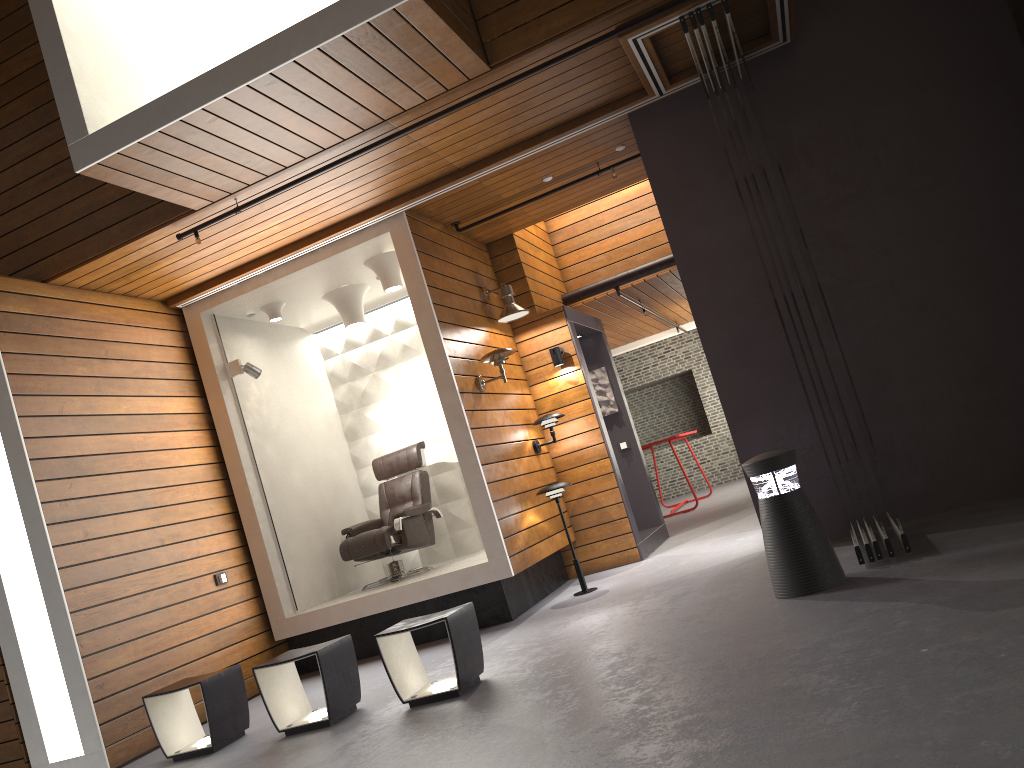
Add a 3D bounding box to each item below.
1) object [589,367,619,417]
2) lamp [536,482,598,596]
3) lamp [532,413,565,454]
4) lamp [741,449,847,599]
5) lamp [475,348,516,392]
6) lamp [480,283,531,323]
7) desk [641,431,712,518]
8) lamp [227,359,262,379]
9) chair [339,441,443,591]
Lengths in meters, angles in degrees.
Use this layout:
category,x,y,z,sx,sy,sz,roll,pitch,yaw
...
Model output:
category,x,y,z,sx,sy,sz,roll,pitch,yaw
object,0.828,0.112,8.949,0.382,0.476,0.048,-19,-4,18
lamp,0.429,1.160,6.703,0.288,0.859,0.288,-17,-4,4
lamp,0.317,0.397,7.421,0.328,0.296,0.288,-19,-6,18
lamp,1.365,0.670,4.375,0.350,0.694,0.347,-19,-5,24
lamp,-0.112,-0.121,6.614,0.353,0.270,0.288,-19,-6,18
lamp,-0.057,-0.702,7.367,0.347,0.330,0.294,-19,-6,20
desk,2.176,1.255,12.165,0.848,0.981,1.715,-19,-6,18
lamp,-2.102,-0.113,6.967,0.248,0.187,0.130,-16,-5,-13
chair,-1.048,1.116,7.527,0.761,1.067,0.822,-20,-6,33
